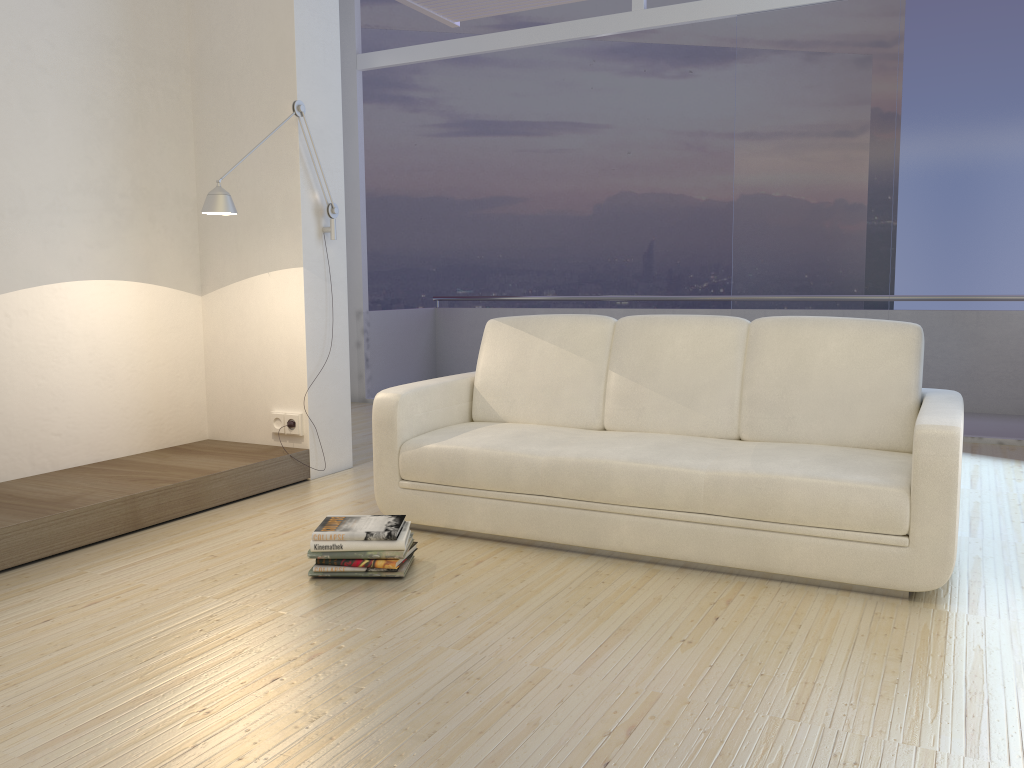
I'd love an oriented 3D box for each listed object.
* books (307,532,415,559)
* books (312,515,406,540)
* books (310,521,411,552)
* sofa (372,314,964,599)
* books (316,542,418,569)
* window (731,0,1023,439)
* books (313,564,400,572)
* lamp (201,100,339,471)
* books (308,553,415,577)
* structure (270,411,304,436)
[{"bbox_3d":[-0.526,0.569,3.129,0.328,0.027,0.247,0,6,3],"label":"books"},{"bbox_3d":[-0.533,0.506,3.122,0.287,0.025,0.247,0,6,1],"label":"books"},{"bbox_3d":[-0.526,0.537,3.126,0.319,0.038,0.247,-1,6,-1],"label":"books"},{"bbox_3d":[0.589,0.164,3.546,2.166,0.862,0.941,3,7,27],"label":"sofa"},{"bbox_3d":[-0.507,0.597,3.128,0.287,0.025,0.247,1,7,12],"label":"books"},{"bbox_3d":[2.825,-1.025,5.326,2.988,2.706,0.012,3,7,27],"label":"window"},{"bbox_3d":[-0.532,0.618,3.135,0.287,0.018,0.247,0,6,1],"label":"books"},{"bbox_3d":[-1.147,-0.436,4.243,0.204,1.841,0.891,2,7,23],"label":"lamp"},{"bbox_3d":[-0.525,0.636,3.137,0.328,0.018,0.247,0,6,3],"label":"books"},{"bbox_3d":[-1.166,0.204,4.579,0.206,0.114,0.028,3,7,27],"label":"structure"}]
